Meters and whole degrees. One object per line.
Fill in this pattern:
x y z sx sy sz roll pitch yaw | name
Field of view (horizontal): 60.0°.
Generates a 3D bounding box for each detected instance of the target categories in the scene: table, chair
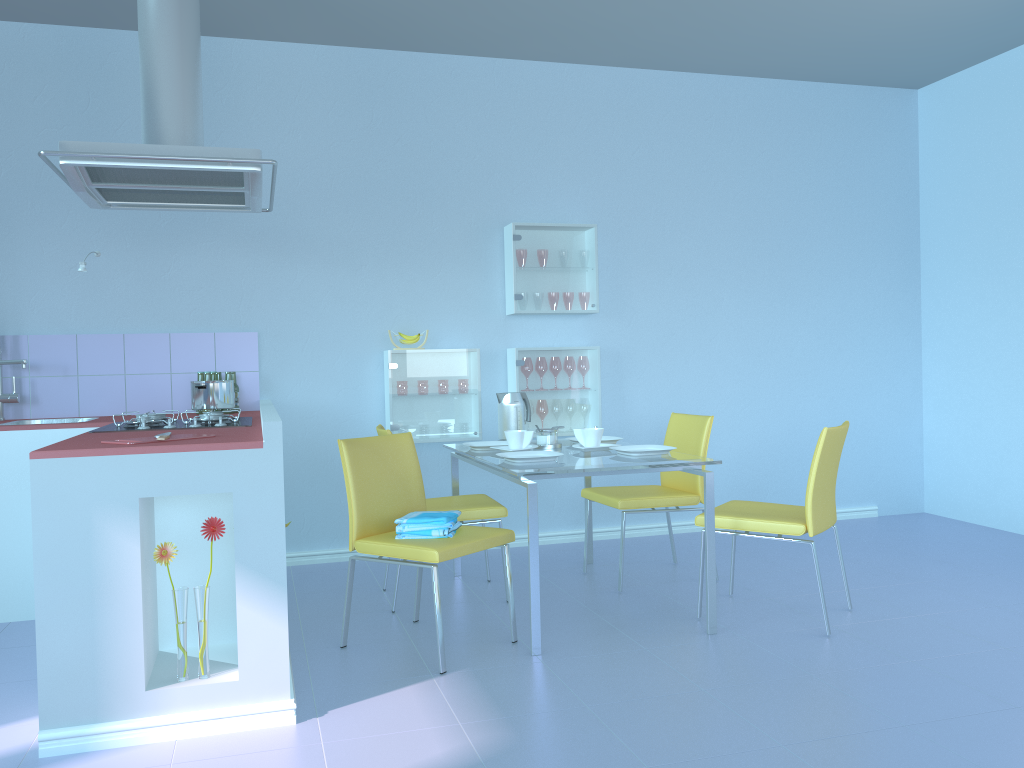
0.212 0.560 3.491 0.730 0.590 1.173 -2 1 -16 | table
0.597 0.485 3.841 0.484 0.695 0.387 -2 1 -19 | chair
0.964 0.489 3.225 0.484 0.695 0.387 -1 1 32 | chair
-0.296 0.512 3.610 0.484 0.695 0.387 -2 1 -14 | chair
-0.297 0.525 2.978 0.484 0.695 0.387 -1 1 37 | chair

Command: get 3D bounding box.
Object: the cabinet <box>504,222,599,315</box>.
0.204 -0.582 4.516 0.450 0.450 0.173 -2 1 -16 | cabinet

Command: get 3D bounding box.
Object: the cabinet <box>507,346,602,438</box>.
0.219 0.038 4.529 0.450 0.450 0.173 -2 1 -16 | cabinet

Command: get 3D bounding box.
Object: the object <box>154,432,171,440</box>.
-0.989 0.145 2.510 0.041 0.009 0.375 -2 1 -19 | object

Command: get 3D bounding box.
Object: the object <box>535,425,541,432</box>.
0.122 0.205 3.629 0.023 0.079 0.077 -1 1 39 | object

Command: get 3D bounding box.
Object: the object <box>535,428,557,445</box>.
0.143 0.222 3.653 0.090 0.071 0.087 -1 1 39 | object

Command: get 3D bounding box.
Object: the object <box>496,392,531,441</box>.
0.000 0.149 3.932 0.132 0.222 0.146 -1 1 26 | object

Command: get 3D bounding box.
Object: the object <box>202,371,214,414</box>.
-1.340 0.040 3.911 0.052 0.190 0.052 -1 1 39 | object

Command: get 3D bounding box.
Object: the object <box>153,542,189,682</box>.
-0.886 0.594 2.311 0.085 0.365 0.050 -2 1 -18 | object

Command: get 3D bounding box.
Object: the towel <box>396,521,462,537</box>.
-0.278 0.481 2.974 0.195 0.024 0.201 -1 1 9 | towel

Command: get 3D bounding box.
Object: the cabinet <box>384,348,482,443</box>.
-0.387 0.057 4.354 0.450 0.450 0.173 -2 1 -16 | cabinet

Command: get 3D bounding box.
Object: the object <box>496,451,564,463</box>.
0.064 0.263 3.199 0.228 0.020 0.228 -2 1 -19 | object

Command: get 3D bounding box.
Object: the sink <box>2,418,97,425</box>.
-1.907 0.239 3.670 0.326 0.172 0.428 -2 1 -16 | sink

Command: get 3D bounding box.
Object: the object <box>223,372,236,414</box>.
-1.259 0.039 3.946 0.052 0.187 0.052 -1 1 3 | object

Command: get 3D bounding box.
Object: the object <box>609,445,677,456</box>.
0.491 0.250 3.331 0.228 0.020 0.228 -2 1 -19 | object

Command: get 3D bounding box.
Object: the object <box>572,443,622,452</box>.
0.304 0.252 3.509 0.190 0.020 0.194 -2 1 -35 | object

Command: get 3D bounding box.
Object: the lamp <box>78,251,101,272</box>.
-1.817 -0.532 3.818 0.037 0.134 0.400 -2 1 -16 | lamp

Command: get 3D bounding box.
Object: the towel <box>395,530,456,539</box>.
-0.282 0.495 2.971 0.195 0.024 0.201 -1 1 3 | towel

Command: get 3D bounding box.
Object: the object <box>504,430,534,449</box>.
0.021 0.226 3.484 0.091 0.083 0.111 -2 1 -34 | object

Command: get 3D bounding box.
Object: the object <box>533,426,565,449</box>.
0.163 0.221 3.662 0.166 0.081 0.123 -2 1 -25 | object

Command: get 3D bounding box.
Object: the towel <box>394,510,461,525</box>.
-0.283 0.450 2.976 0.195 0.033 0.190 -1 1 10 | towel

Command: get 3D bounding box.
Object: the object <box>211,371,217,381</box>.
-1.350 0.038 4.019 0.052 0.190 0.052 -1 1 39 | object

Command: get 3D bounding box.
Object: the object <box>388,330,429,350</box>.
-0.503 -0.214 4.327 0.203 0.100 0.077 -2 1 -24 | object

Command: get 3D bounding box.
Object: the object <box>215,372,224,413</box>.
-1.313 0.040 3.971 0.052 0.187 0.052 -1 1 3 | object

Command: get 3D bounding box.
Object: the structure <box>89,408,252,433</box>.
-1.190 0.122 3.171 0.500 0.047 0.600 -2 1 -16 | structure

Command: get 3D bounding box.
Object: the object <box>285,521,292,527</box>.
-0.704 0.555 2.555 0.067 0.423 0.229 -1 1 15 | object

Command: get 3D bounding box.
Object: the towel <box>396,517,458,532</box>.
-0.282 0.466 2.973 0.195 0.027 0.192 -1 1 5 | towel

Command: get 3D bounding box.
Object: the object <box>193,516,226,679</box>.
-0.795 0.560 2.323 0.090 0.427 0.054 -1 1 16 | object

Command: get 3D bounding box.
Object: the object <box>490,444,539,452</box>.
0.034 0.259 3.493 0.190 0.020 0.194 -2 1 -25 | object

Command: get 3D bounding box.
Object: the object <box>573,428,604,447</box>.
0.313 0.218 3.519 0.091 0.083 0.111 -3 2 -44 | object

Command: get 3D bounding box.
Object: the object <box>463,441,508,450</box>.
-0.087 0.257 3.690 0.228 0.020 0.228 -2 1 -14 | object

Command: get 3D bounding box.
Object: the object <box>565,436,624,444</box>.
0.352 0.244 3.809 0.228 0.020 0.228 -2 1 -19 | object

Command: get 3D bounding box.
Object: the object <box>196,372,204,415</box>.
-1.386 0.040 3.957 0.052 0.190 0.052 -1 1 39 | object

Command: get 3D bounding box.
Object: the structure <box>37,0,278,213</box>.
-1.214 -1.124 3.147 0.695 0.962 0.895 -2 1 -16 | structure

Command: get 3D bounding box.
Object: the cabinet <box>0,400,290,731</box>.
-1.901 0.519 2.901 2.200 0.800 2.139 -2 1 -16 | cabinet

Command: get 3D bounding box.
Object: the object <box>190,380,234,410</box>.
-1.131 0.041 3.350 0.157 0.106 0.170 -2 1 -33 | object

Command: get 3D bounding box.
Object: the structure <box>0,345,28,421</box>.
-2.193 -0.300 3.718 0.308 0.920 0.178 -2 1 -18 | structure

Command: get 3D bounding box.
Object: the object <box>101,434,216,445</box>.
-0.975 0.152 2.454 0.151 0.006 0.269 -1 1 36 | object

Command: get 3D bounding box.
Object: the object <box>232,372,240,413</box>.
-1.262 0.038 4.015 0.052 0.187 0.052 -1 1 3 | object
